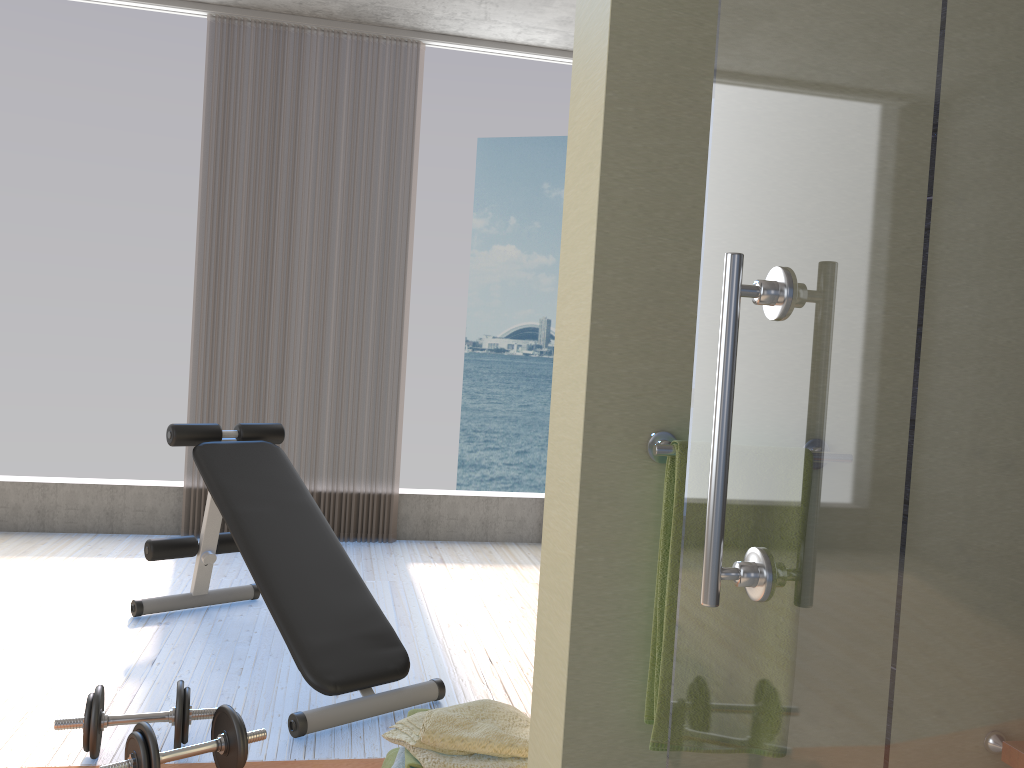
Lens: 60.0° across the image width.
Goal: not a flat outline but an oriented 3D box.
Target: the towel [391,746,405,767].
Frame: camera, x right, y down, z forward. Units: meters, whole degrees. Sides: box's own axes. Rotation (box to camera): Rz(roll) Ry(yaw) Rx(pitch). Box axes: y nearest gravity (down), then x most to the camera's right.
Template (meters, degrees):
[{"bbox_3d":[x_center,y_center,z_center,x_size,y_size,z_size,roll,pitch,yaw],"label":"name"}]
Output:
[{"bbox_3d":[-0.096,0.923,2.140,0.383,0.078,0.383,4,2,6],"label":"towel"}]

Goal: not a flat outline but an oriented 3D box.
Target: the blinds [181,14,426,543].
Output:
[{"bbox_3d":[-1.107,-0.526,4.750,1.133,2.744,0.069,3,2,-11],"label":"blinds"}]

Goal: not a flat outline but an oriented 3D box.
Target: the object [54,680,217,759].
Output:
[{"bbox_3d":[-0.952,0.853,2.261,0.385,0.176,0.176,3,2,-19],"label":"object"}]

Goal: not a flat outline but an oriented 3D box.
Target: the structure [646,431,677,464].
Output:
[{"bbox_3d":[0.336,0.097,1.249,0.298,0.046,0.052,3,2,-11],"label":"structure"}]

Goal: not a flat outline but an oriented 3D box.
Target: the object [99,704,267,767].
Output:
[{"bbox_3d":[-0.760,0.861,2.076,0.385,0.176,0.176,2,2,-39],"label":"object"}]

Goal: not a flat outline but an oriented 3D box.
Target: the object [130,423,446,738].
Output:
[{"bbox_3d":[-0.798,0.548,3.009,0.505,0.746,1.312,2,2,-42],"label":"object"}]

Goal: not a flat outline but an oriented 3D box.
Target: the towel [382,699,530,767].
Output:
[{"bbox_3d":[-0.086,0.833,2.129,0.384,0.123,0.373,3,2,-27],"label":"towel"}]

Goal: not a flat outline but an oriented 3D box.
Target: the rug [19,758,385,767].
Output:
[{"bbox_3d":[-1.219,0.936,1.768,2.779,0.002,0.716,3,2,-11],"label":"rug"}]

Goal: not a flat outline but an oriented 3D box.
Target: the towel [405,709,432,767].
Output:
[{"bbox_3d":[-0.072,0.888,2.153,0.376,0.085,0.371,3,2,-6],"label":"towel"}]

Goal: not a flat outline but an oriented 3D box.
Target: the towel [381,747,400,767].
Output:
[{"bbox_3d":[-0.110,0.949,2.120,0.380,0.081,0.367,3,2,-13],"label":"towel"}]

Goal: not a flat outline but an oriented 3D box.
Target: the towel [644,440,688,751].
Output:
[{"bbox_3d":[0.306,0.297,1.230,0.214,0.433,0.070,3,2,-16],"label":"towel"}]
